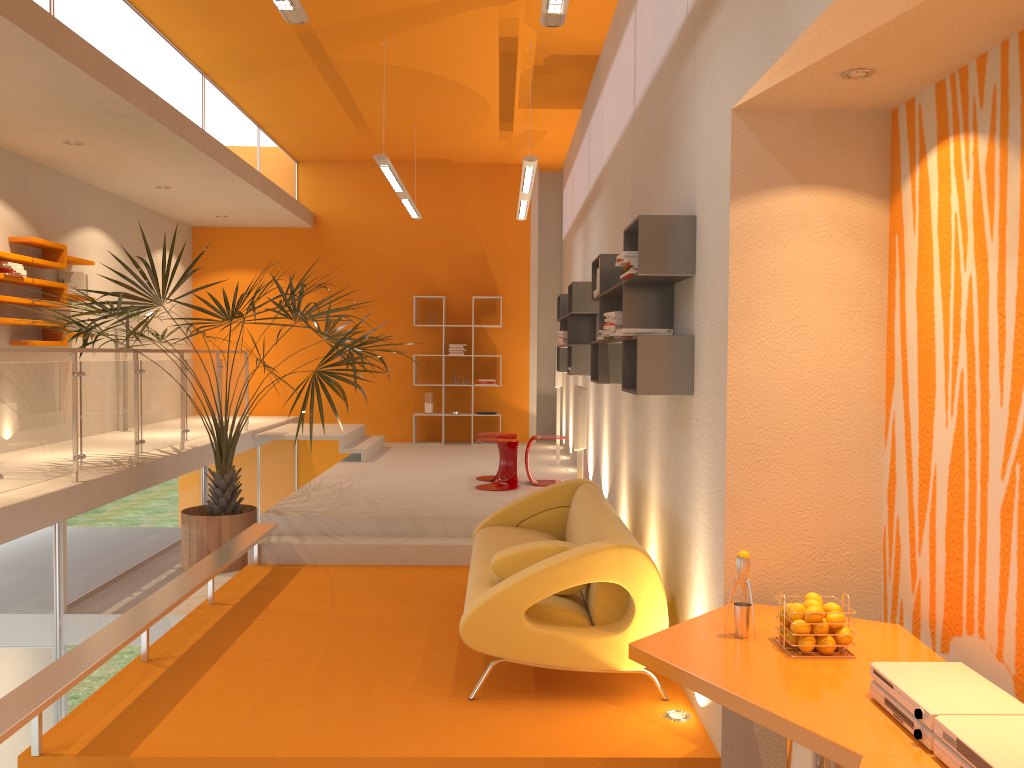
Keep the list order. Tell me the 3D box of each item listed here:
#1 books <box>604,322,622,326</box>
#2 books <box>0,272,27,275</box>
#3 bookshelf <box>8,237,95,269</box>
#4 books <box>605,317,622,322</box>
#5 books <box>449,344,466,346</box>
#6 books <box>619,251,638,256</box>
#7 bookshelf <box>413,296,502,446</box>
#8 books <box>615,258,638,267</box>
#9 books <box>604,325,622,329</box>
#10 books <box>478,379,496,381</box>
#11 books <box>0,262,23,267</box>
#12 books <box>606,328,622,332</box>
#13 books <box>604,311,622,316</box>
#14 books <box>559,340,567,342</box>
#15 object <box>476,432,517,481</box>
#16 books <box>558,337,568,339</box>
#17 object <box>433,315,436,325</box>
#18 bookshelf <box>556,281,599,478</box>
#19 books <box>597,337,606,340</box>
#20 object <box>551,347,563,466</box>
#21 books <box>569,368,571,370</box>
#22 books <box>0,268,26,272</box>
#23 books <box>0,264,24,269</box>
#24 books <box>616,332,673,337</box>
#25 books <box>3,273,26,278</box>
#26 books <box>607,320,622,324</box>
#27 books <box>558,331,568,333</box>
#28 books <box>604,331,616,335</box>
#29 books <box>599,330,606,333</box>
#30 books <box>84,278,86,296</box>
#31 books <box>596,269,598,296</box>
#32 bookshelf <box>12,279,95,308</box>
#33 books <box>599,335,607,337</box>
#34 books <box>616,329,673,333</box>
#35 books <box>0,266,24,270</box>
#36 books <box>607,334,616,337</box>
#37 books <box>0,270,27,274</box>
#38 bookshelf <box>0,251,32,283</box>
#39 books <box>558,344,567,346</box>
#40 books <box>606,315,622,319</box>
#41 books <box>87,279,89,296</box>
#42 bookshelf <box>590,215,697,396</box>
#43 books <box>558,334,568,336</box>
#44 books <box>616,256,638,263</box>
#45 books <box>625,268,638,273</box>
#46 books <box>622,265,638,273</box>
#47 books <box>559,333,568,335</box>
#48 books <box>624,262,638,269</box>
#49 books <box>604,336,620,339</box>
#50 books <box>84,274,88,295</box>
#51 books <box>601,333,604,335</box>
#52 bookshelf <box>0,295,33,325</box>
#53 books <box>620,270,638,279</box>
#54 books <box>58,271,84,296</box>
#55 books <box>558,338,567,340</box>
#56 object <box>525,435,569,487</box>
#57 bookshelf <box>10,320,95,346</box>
[{"bbox_3d":[0.632,-0.322,4.812,0.210,0.013,0.297,0,2,-6],"label":"books"},{"bbox_3d":[-4.192,-0.911,7.319,0.268,0.011,0.190,0,2,1],"label":"books"},{"bbox_3d":[-4.234,-1.176,8.210,0.220,0.220,1.150,0,2,-1],"label":"bookshelf"},{"bbox_3d":[0.630,-0.348,4.825,0.190,0.015,0.254,0,2,-10],"label":"books"},{"bbox_3d":[-0.738,-0.527,12.026,0.230,0.017,0.227,0,2,-6],"label":"books"},{"bbox_3d":[0.619,-0.596,4.138,0.226,0.017,0.230,0,2,-1],"label":"books"},{"bbox_3d":[0.098,1.157,11.207,1.107,4.600,3.516,-1,3,-43],"label":"bookshelf"},{"bbox_3d":[0.619,-0.564,4.125,0.230,0.017,0.226,0,2,-6],"label":"books"},{"bbox_3d":[0.641,-0.308,4.816,0.230,0.017,0.226,0,2,-11],"label":"books"},{"bbox_3d":[-0.343,-0.051,11.990,0.227,0.017,0.230,0,2,-6],"label":"books"},{"bbox_3d":[-4.206,-0.987,7.307,0.230,0.017,0.226,0,2,-1],"label":"books"},{"bbox_3d":[0.628,-0.292,4.819,0.190,0.015,0.254,0,2,-4],"label":"books"},{"bbox_3d":[0.642,-0.379,4.814,0.230,0.017,0.226,0,2,-11],"label":"books"},{"bbox_3d":[0.575,-0.424,8.740,0.190,0.015,0.254,0,2,-4],"label":"books"},{"bbox_3d":[-0.146,0.713,8.723,0.391,0.450,0.420,-1,2,-31],"label":"object"},{"bbox_3d":[0.579,-0.454,8.733,0.210,0.013,0.297,0,2,-6],"label":"books"},{"bbox_3d":[-2.029,1.859,8.818,0.351,5.384,6.779,1,2,19],"label":"object"},{"bbox_3d":[0.596,0.203,7.789,0.322,2.145,3.370,1,2,1],"label":"bookshelf"},{"bbox_3d":[0.625,-0.263,5.173,0.210,0.013,0.297,1,2,14],"label":"books"},{"bbox_3d":[0.498,0.248,9.819,0.116,1.317,0.111,0,2,-4],"label":"object"},{"bbox_3d":[0.615,-0.131,7.715,0.230,0.017,0.227,0,2,-1],"label":"books"},{"bbox_3d":[-4.189,-0.939,7.322,0.254,0.015,0.190,0,2,1],"label":"books"},{"bbox_3d":[-4.194,-0.971,7.303,0.190,0.015,0.254,1,2,6],"label":"books"},{"bbox_3d":[0.612,-0.230,4.130,0.254,0.015,0.190,1,2,6],"label":"books"},{"bbox_3d":[-4.198,-0.899,7.325,0.210,0.013,0.297,0,2,-1],"label":"books"},{"bbox_3d":[0.633,-0.335,4.815,0.190,0.011,0.268,0,2,-4],"label":"books"},{"bbox_3d":[0.589,-0.511,8.735,0.230,0.017,0.227,0,2,-11],"label":"books"},{"bbox_3d":[0.630,-0.277,4.827,0.190,0.015,0.254,0,2,-10],"label":"books"},{"bbox_3d":[0.623,-0.304,5.179,0.190,0.015,0.254,1,2,16],"label":"books"},{"bbox_3d":[-4.217,-0.933,8.523,0.230,0.169,0.027,0,2,-1],"label":"books"},{"bbox_3d":[0.644,-0.633,5.541,0.230,0.169,0.023,0,2,-1],"label":"books"},{"bbox_3d":[-4.237,-0.820,8.222,0.220,0.220,1.150,0,2,-1],"label":"bookshelf"},{"bbox_3d":[0.626,-0.275,5.176,0.190,0.011,0.268,1,2,16],"label":"books"},{"bbox_3d":[0.616,-0.246,4.142,0.226,0.017,0.230,0,2,-1],"label":"books"},{"bbox_3d":[-4.192,-0.955,7.309,0.227,0.017,0.230,0,2,-6],"label":"books"},{"bbox_3d":[0.632,-0.263,4.818,0.190,0.011,0.268,0,2,-4],"label":"books"},{"bbox_3d":[-4.182,-0.924,7.320,0.254,0.015,0.190,0,2,-5],"label":"books"},{"bbox_3d":[-4.219,-0.958,7.036,0.220,0.220,1.150,0,2,-1],"label":"bookshelf"},{"bbox_3d":[0.579,-0.383,8.735,0.210,0.013,0.297,0,2,-6],"label":"books"},{"bbox_3d":[0.628,-0.363,4.816,0.190,0.015,0.254,0,2,-4],"label":"books"},{"bbox_3d":[-4.228,-0.936,8.606,0.230,0.169,0.023,0,2,-1],"label":"books"},{"bbox_3d":[0.664,-0.378,4.888,0.252,0.790,2.000,0,2,-1],"label":"bookshelf"},{"bbox_3d":[0.577,-0.480,8.746,0.190,0.015,0.254,0,2,-10],"label":"books"},{"bbox_3d":[0.614,-0.580,4.125,0.254,0.015,0.190,1,2,6],"label":"books"},{"bbox_3d":[0.627,-0.519,4.125,0.190,0.011,0.268,0,2,1],"label":"books"},{"bbox_3d":[0.629,-0.532,4.115,0.190,0.015,0.254,0,2,-5],"label":"books"},{"bbox_3d":[0.575,-0.495,8.737,0.190,0.015,0.254,0,2,-4],"label":"books"},{"bbox_3d":[0.632,-0.547,4.122,0.190,0.015,0.254,0,2,1],"label":"books"},{"bbox_3d":[0.632,-0.251,4.814,0.210,0.013,0.297,0,2,-6],"label":"books"},{"bbox_3d":[-4.213,-0.955,8.575,0.207,0.210,0.021,0,2,-1],"label":"books"},{"bbox_3d":[0.628,-0.289,5.186,0.190,0.015,0.254,1,2,10],"label":"books"},{"bbox_3d":[-4.222,-0.601,7.048,0.220,0.220,1.150,0,2,-1],"label":"bookshelf"},{"bbox_3d":[0.628,-0.507,4.129,0.210,0.013,0.297,0,2,-1],"label":"books"},{"bbox_3d":[-4.217,-0.961,8.482,0.230,0.227,0.017,0,2,-1],"label":"books"},{"bbox_3d":[0.588,-0.440,8.737,0.230,0.017,0.227,0,2,-11],"label":"books"},{"bbox_3d":[0.334,0.726,8.455,0.420,0.450,0.391,0,2,-1],"label":"object"},{"bbox_3d":[-4.239,-0.462,8.234,0.220,0.220,1.150,0,2,-1],"label":"bookshelf"}]
